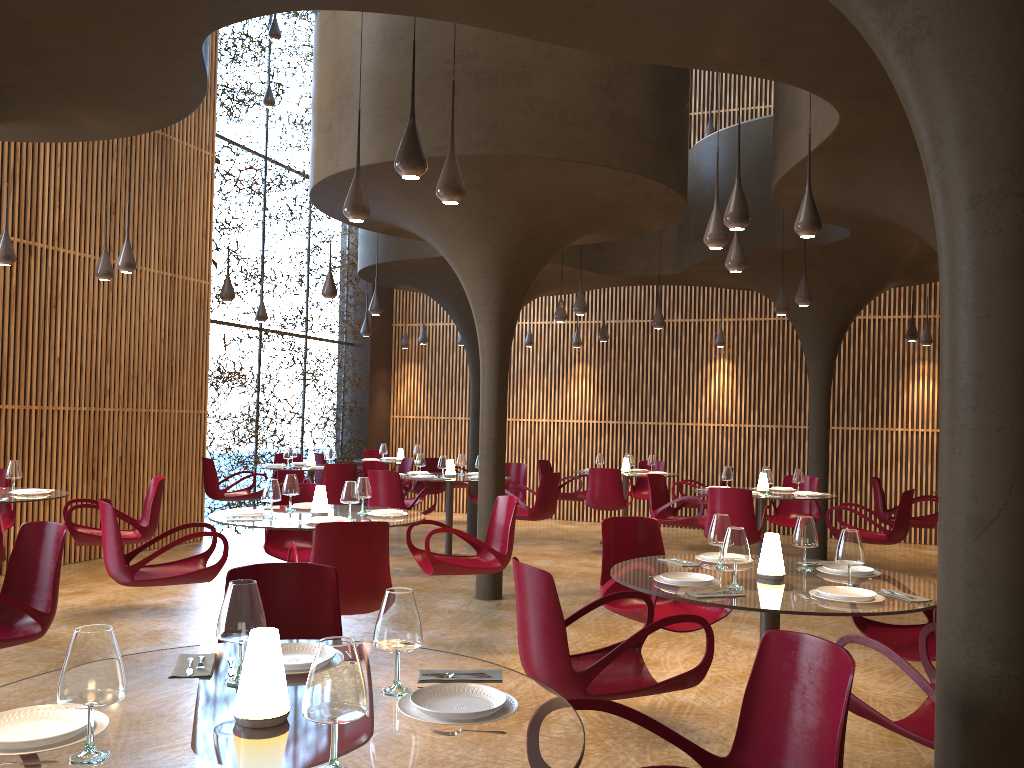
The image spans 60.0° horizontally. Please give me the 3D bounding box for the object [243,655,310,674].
[{"bbox_3d":[-0.696,0.881,2.825,0.332,0.014,0.332,0,-3,40],"label":"object"}]

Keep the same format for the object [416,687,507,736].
[{"bbox_3d":[-0.145,0.880,2.415,0.204,0.012,0.411,2,-2,-10],"label":"object"}]

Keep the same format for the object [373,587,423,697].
[{"bbox_3d":[-0.329,0.743,2.561,0.142,0.295,0.142,1,-1,5],"label":"object"}]

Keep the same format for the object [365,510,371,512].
[{"bbox_3d":[-1.089,1.062,7.408,0.262,0.017,0.126,2,-2,-20],"label":"object"}]

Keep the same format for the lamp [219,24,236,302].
[{"bbox_3d":[-3.537,-4.178,11.300,0.196,6.274,0.196,2,-1,-4],"label":"lamp"}]

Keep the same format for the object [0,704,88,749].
[{"bbox_3d":[-1.156,0.832,2.146,0.263,0.029,0.263,3,-3,-41],"label":"object"}]

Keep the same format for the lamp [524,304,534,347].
[{"bbox_3d":[0.409,-3.848,17.011,0.196,6.274,0.196,1,-1,36],"label":"lamp"}]

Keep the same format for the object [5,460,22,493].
[{"bbox_3d":[-4.637,0.861,8.248,0.142,0.295,0.142,1,-1,25],"label":"object"}]

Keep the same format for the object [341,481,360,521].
[{"bbox_3d":[-1.229,0.887,6.735,0.142,0.295,0.142,2,-1,-23],"label":"object"}]

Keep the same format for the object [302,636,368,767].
[{"bbox_3d":[-0.392,0.717,1.966,0.142,0.295,0.142,1,-1,11],"label":"object"}]

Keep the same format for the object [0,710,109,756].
[{"bbox_3d":[-1.157,0.842,2.146,0.332,0.014,0.332,1,-2,4],"label":"object"}]

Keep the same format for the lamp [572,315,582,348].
[{"bbox_3d":[1.312,-3.831,16.854,0.196,6.274,0.196,2,-1,-44],"label":"lamp"}]

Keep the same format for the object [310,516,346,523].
[{"bbox_3d":[-1.355,1.003,6.535,0.263,0.029,0.263,2,-2,-14],"label":"object"}]

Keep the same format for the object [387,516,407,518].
[{"bbox_3d":[-0.999,1.046,7.115,0.204,0.012,0.411,3,-3,-24],"label":"object"}]

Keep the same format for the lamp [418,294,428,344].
[{"bbox_3d":[-1.624,-3.899,17.038,0.196,6.274,0.196,2,-1,-44],"label":"lamp"}]

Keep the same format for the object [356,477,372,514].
[{"bbox_3d":[-1.214,0.906,7.208,0.142,0.295,0.142,1,-1,35],"label":"object"}]

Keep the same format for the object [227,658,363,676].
[{"bbox_3d":[-0.692,0.882,2.827,0.411,0.012,0.204,2,-2,-19],"label":"object"}]

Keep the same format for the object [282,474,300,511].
[{"bbox_3d":[-1.825,0.895,7.312,0.142,0.295,0.142,2,-1,-27],"label":"object"}]

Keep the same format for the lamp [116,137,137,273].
[{"bbox_3d":[-3.860,-4.275,9.100,0.196,6.274,0.196,2,-1,-41],"label":"lamp"}]

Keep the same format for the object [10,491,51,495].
[{"bbox_3d":[-4.427,0.999,8.152,0.332,0.014,0.332,4,-3,-44],"label":"object"}]

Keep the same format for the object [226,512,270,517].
[{"bbox_3d":[-2.040,1.008,6.845,0.332,0.014,0.332,2,-2,-16],"label":"object"}]

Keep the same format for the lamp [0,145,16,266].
[{"bbox_3d":[-4.943,-4.313,8.822,0.196,6.274,0.196,1,-1,29],"label":"lamp"}]

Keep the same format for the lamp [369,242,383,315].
[{"bbox_3d":[-1.811,-4.092,12.339,0.196,6.274,0.196,2,-1,-24],"label":"lamp"}]

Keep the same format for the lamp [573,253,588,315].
[{"bbox_3d":[0.978,-4.046,11.702,0.196,6.274,0.196,2,-1,-34],"label":"lamp"}]

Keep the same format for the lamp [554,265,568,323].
[{"bbox_3d":[0.770,-4.014,12.642,0.196,6.274,0.196,2,-1,-34],"label":"lamp"}]

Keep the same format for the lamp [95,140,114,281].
[{"bbox_3d":[-4.347,-4.264,9.669,0.196,6.274,0.196,1,-1,29],"label":"lamp"}]

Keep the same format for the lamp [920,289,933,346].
[{"bbox_3d":[6.949,-3.772,14.728,0.196,6.274,0.196,2,-1,-44],"label":"lamp"}]

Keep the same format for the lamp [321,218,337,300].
[{"bbox_3d":[-2.137,-4.163,10.788,0.196,6.274,0.196,2,-1,-24],"label":"lamp"}]

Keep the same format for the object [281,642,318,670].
[{"bbox_3d":[-0.696,0.871,2.825,0.263,0.029,0.263,2,-2,-8],"label":"object"}]

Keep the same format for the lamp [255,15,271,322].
[{"bbox_3d":[-3.776,-4.088,13.687,0.196,6.274,0.196,2,-1,-44],"label":"lamp"}]

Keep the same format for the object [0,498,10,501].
[{"bbox_3d":[-4.358,0.983,7.537,0.126,0.017,0.262,2,-3,-24],"label":"object"}]

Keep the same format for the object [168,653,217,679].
[{"bbox_3d":[-0.992,0.878,2.764,0.126,0.017,0.262,2,-2,-15],"label":"object"}]

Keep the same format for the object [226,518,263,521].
[{"bbox_3d":[-1.974,1.005,6.550,0.262,0.017,0.126,2,-2,-16],"label":"object"}]

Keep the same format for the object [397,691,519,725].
[{"bbox_3d":[-0.147,0.878,2.419,0.332,0.014,0.332,3,-3,-37],"label":"object"}]

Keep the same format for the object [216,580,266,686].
[{"bbox_3d":[-0.800,0.733,2.620,0.142,0.295,0.142,1,-1,29],"label":"object"}]

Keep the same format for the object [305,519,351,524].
[{"bbox_3d":[-1.355,1.013,6.535,0.332,0.014,0.332,-1,-3,41],"label":"object"}]

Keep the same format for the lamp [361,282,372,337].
[{"bbox_3d":[-2.493,-3.976,15.675,0.196,6.274,0.196,2,-1,-44],"label":"lamp"}]

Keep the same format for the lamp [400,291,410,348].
[{"bbox_3d":[-2.106,-3.866,18.158,0.196,6.274,0.196,2,-1,-44],"label":"lamp"}]

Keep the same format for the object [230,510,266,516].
[{"bbox_3d":[-2.040,0.998,6.845,0.263,0.029,0.263,2,-2,-6],"label":"object"}]

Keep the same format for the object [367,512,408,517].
[{"bbox_3d":[-1.001,1.045,7.119,0.332,0.014,0.332,-1,-3,44],"label":"object"}]

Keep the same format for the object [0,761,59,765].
[{"bbox_3d":[-1.158,0.843,2.150,0.204,0.012,0.411,2,-2,-13],"label":"object"}]

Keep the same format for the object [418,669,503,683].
[{"bbox_3d":[-0.158,0.898,2.721,0.262,0.017,0.126,2,-2,-6],"label":"object"}]

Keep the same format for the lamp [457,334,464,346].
[{"bbox_3d":[-0.885,-3.875,17.151,0.196,6.274,0.196,1,-1,6],"label":"lamp"}]

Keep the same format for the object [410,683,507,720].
[{"bbox_3d":[-0.146,0.869,2.419,0.263,0.029,0.263,1,-2,14],"label":"object"}]

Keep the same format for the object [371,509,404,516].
[{"bbox_3d":[-1.001,1.036,7.119,0.263,0.029,0.263,2,-2,-23],"label":"object"}]

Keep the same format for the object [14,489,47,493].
[{"bbox_3d":[-4.427,0.989,8.152,0.263,0.029,0.263,0,-3,39],"label":"object"}]

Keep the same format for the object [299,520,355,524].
[{"bbox_3d":[-1.360,1.014,6.533,0.411,0.012,0.204,2,-2,-15],"label":"object"}]

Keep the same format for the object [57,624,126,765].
[{"bbox_3d":[-0.958,0.705,2.020,0.142,0.295,0.142,1,-1,35],"label":"object"}]

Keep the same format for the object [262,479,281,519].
[{"bbox_3d":[-1.828,0.872,6.743,0.142,0.295,0.142,1,-1,17],"label":"object"}]

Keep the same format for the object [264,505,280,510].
[{"bbox_3d":[-2.016,1.040,7.458,0.126,0.017,0.262,2,-2,-15],"label":"object"}]
